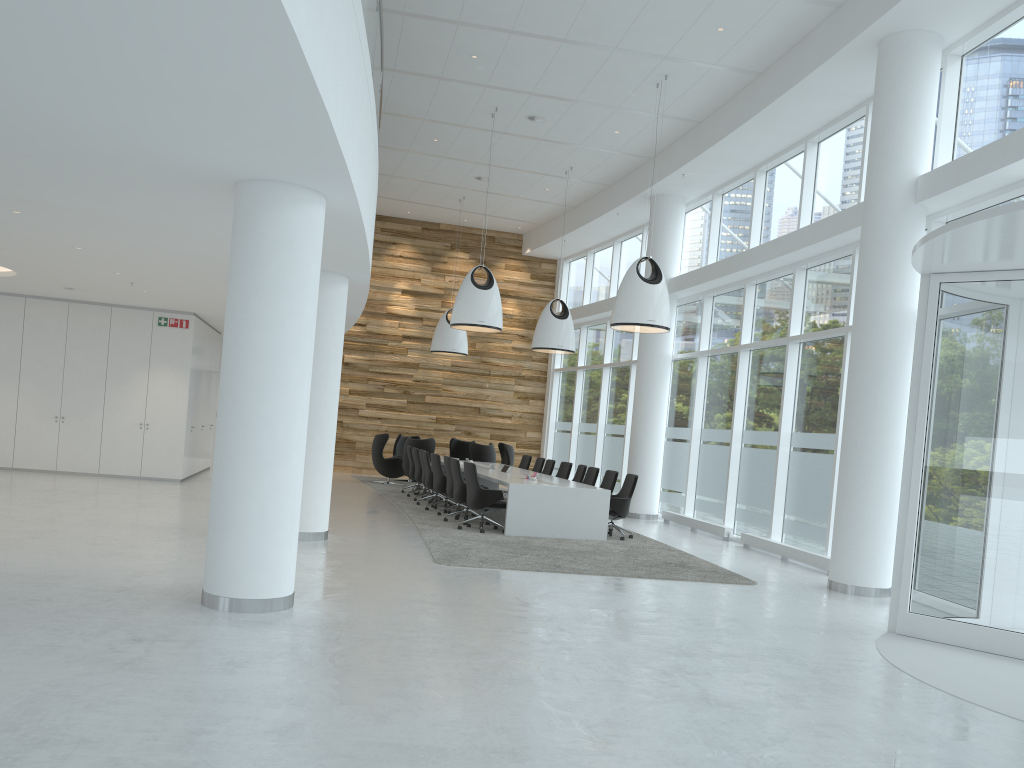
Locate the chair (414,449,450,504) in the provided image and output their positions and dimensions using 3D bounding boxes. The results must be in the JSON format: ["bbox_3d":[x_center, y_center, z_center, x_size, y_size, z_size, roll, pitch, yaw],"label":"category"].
[{"bbox_3d":[-1.451,1.717,16.448,0.675,0.967,0.684,5,0,-15],"label":"chair"}]

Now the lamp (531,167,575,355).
[{"bbox_3d":[0.971,-2.454,17.546,0.881,3.650,0.885,5,1,29],"label":"lamp"}]

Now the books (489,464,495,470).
[{"bbox_3d":[-0.337,1.586,16.133,0.154,0.239,0.190,5,-1,-15],"label":"books"}]

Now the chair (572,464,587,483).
[{"bbox_3d":[0.963,1.880,15.536,0.674,0.967,0.684,5,0,-10],"label":"chair"}]

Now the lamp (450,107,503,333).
[{"bbox_3d":[-0.438,-2.725,14.669,0.881,3.650,0.886,5,1,31],"label":"lamp"}]

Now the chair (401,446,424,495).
[{"bbox_3d":[-1.873,1.762,18.024,0.674,0.967,0.684,5,0,-10],"label":"chair"}]

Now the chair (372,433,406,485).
[{"bbox_3d":[-2.753,1.709,20.259,0.919,1.153,0.912,5,-1,-25],"label":"chair"}]

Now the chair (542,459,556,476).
[{"bbox_3d":[0.477,1.912,16.980,0.675,0.967,0.684,5,0,-15],"label":"chair"}]

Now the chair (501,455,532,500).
[{"bbox_3d":[0.058,1.960,18.616,0.675,0.967,0.684,5,0,-20],"label":"chair"}]

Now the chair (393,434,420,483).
[{"bbox_3d":[-2.440,1.794,21.389,0.914,1.153,0.916,5,-1,35],"label":"chair"}]

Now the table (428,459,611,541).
[{"bbox_3d":[-0.174,1.904,15.625,1.502,0.739,6.550,6,-3,-15],"label":"table"}]

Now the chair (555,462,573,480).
[{"bbox_3d":[0.744,1.900,16.289,0.675,0.967,0.684,5,0,-20],"label":"chair"}]

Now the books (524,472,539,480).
[{"bbox_3d":[0.300,1.531,13.944,0.230,0.275,0.597,5,-2,6],"label":"books"}]

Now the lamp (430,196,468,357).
[{"bbox_3d":[-1.301,-2.500,20.462,0.882,3.650,0.885,5,1,24],"label":"lamp"}]

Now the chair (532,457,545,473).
[{"bbox_3d":[0.313,1.939,17.778,0.675,0.967,0.684,5,0,-15],"label":"chair"}]

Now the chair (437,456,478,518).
[{"bbox_3d":[-0.831,1.658,14.252,0.675,0.967,0.684,5,0,-15],"label":"chair"}]

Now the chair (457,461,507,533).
[{"bbox_3d":[-0.412,1.610,12.616,0.675,0.967,0.684,5,0,-20],"label":"chair"}]

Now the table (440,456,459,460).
[{"bbox_3d":[-1.650,2.044,20.552,0.798,0.697,0.800,5,-1,10],"label":"table"}]

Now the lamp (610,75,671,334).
[{"bbox_3d":[2.011,-2.607,12.832,0.881,3.650,0.886,5,1,31],"label":"lamp"}]

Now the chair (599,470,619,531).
[{"bbox_3d":[1.315,1.831,13.995,0.675,0.967,0.684,5,0,-15],"label":"chair"}]

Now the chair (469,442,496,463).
[{"bbox_3d":[-0.807,1.850,19.726,0.914,1.153,0.916,5,-1,35],"label":"chair"}]

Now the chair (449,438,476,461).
[{"bbox_3d":[-1.318,1.907,21.690,0.913,1.153,0.918,5,-1,5],"label":"chair"}]

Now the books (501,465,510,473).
[{"bbox_3d":[-0.152,1.564,15.813,0.139,0.230,0.356,5,-2,-15],"label":"books"}]

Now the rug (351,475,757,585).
[{"bbox_3d":[-0.440,2.267,15.920,3.944,0.010,13.435,6,-3,-14],"label":"rug"}]

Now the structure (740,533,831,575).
[{"bbox_3d":[3.822,2.348,12.313,0.150,0.214,2.688,5,-3,-10],"label":"structure"}]

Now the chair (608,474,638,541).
[{"bbox_3d":[1.519,1.808,13.208,0.674,0.967,0.684,5,0,-10],"label":"chair"}]

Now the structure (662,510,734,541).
[{"bbox_3d":[3.192,2.454,15.425,0.150,0.214,2.687,5,-3,-13],"label":"structure"}]

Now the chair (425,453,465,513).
[{"bbox_3d":[-1.098,1.670,14.942,0.675,0.967,0.684,5,0,-20],"label":"chair"}]

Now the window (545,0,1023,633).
[{"bbox_3d":[-17.493,-2.318,15.565,62.756,6.144,30.906,4,-3,25],"label":"window"}]

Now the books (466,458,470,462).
[{"bbox_3d":[-0.873,1.646,18.160,0.153,0.241,0.182,5,0,-14],"label":"books"}]

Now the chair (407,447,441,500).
[{"bbox_3d":[-1.669,1.739,17.237,0.675,0.967,0.684,5,0,-15],"label":"chair"}]

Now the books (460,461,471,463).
[{"bbox_3d":[-0.929,1.551,17.512,0.224,0.026,0.263,5,-3,-5],"label":"books"}]

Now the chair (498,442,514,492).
[{"bbox_3d":[-0.427,1.944,20.906,0.919,1.153,0.912,5,-1,-25],"label":"chair"}]

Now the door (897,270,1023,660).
[{"bbox_3d":[5.070,0.680,6.349,2.997,3.112,2.996,5,-1,-5],"label":"door"}]

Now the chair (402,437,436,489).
[{"bbox_3d":[-1.954,1.736,19.449,0.913,1.153,0.918,5,-1,5],"label":"chair"}]

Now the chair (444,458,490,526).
[{"bbox_3d":[-0.667,1.631,13.454,0.675,0.967,0.684,5,0,-15],"label":"chair"}]

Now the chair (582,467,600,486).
[{"bbox_3d":[1.097,1.852,14.784,0.675,0.967,0.684,5,0,-15],"label":"chair"}]

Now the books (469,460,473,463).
[{"bbox_3d":[-0.782,1.644,17.834,0.139,0.223,0.162,5,0,-14],"label":"books"}]

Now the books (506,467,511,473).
[{"bbox_3d":[-0.143,1.584,15.836,0.158,0.241,0.352,5,-2,-15],"label":"books"}]

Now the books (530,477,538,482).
[{"bbox_3d":[0.364,1.521,13.450,0.144,0.226,0.203,5,-1,-16],"label":"books"}]

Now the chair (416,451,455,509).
[{"bbox_3d":[-1.317,1.690,15.696,0.674,0.967,0.684,5,0,-10],"label":"chair"}]
